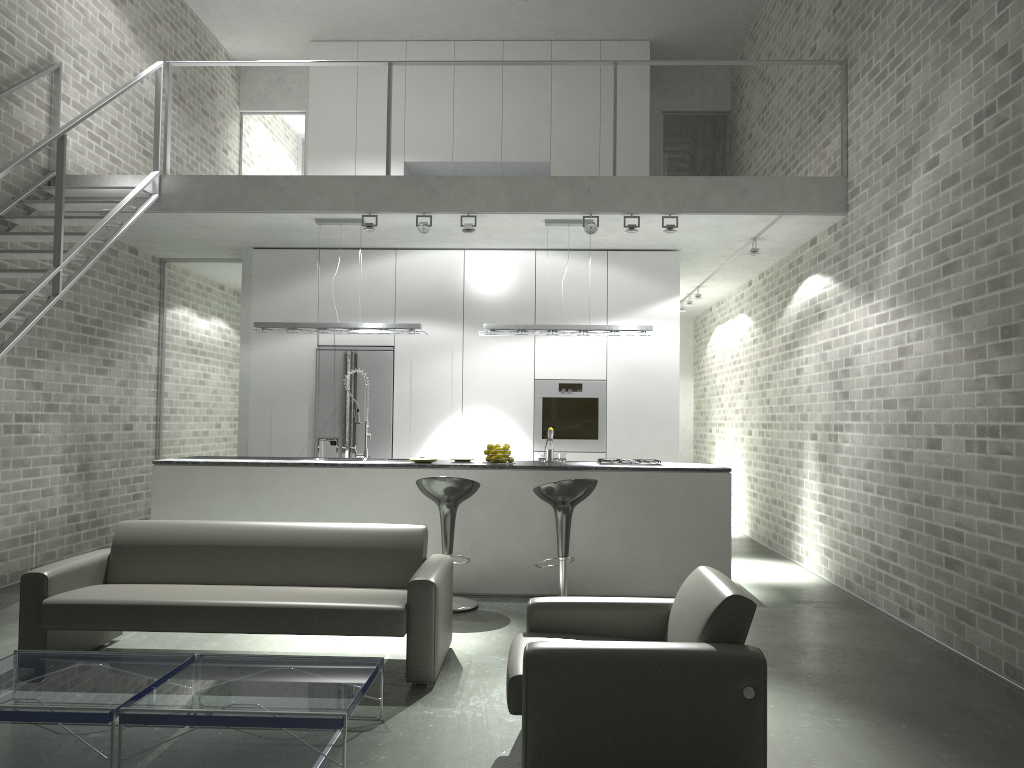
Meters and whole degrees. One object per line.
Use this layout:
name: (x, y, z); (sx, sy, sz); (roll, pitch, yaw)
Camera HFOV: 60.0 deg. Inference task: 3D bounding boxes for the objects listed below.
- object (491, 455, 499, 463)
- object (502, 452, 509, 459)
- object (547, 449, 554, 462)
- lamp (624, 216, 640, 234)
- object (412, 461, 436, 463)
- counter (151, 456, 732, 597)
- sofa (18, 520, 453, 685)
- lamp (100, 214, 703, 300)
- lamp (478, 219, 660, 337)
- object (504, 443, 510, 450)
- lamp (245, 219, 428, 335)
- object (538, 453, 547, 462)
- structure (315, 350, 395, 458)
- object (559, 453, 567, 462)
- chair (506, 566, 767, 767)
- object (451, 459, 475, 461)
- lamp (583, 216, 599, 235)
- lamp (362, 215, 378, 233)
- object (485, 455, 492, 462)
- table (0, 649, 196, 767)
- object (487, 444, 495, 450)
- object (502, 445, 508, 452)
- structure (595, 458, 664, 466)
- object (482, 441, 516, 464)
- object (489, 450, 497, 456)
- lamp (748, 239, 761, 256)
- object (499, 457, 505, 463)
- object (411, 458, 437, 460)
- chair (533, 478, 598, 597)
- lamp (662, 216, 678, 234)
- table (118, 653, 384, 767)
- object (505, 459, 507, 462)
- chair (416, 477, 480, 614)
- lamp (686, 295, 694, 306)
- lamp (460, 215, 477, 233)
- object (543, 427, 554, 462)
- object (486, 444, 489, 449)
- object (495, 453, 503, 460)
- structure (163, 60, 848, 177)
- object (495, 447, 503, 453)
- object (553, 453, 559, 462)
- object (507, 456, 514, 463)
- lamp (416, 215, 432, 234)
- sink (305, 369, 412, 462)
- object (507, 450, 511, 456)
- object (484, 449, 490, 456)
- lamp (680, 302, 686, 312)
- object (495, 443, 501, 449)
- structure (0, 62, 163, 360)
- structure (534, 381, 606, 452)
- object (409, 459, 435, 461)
object: (-0.133, 0.594, 6.989); (0.064, 0.063, 0.074); (0, -2, 12)
object: (-0.053, 0.561, 6.994); (0.061, 0.055, 0.051); (2, -3, -29)
object: (0.315, 0.588, 7.266); (0.060, 0.106, 0.060); (1, -2, -4)
lamp: (0.968, -1.290, 7.165); (0.109, 0.135, 0.109); (3, -3, -40)
object: (-0.690, 0.607, 6.909); (0.216, 0.017, 0.217); (-1, -3, 35)
counter: (-0.545, 1.107, 7.139); (4.400, 0.960, 0.900); (1, -2, 2)
sofa: (-1.403, 1.141, 4.766); (2.114, 0.717, 0.902); (1, -2, 2)
lamp: (-0.515, -1.226, 9.153); (6.854, 0.136, 0.110); (2, -3, -33)
lamp: (0.473, -0.889, 7.433); (1.490, 0.964, 0.290); (1, -2, 2)
object: (-0.042, 0.501, 7.068); (0.050, 0.060, 0.059); (1, -2, -8)
lamp: (-1.461, -0.910, 7.500); (1.490, 0.964, 0.290); (1, -2, 2)
object: (0.251, 0.609, 7.359); (0.063, 0.070, 0.064); (-1, -3, 40)
structure: (-1.542, 0.626, 8.661); (0.743, 1.900, 0.160); (1, -2, 2)
object: (0.420, 0.611, 7.357); (0.064, 0.070, 0.063); (0, -2, 10)
chair: (0.438, 1.111, 3.494); (0.910, 0.717, 0.963); (1, -2, 2)
object: (-0.407, 0.626, 7.305); (0.216, 0.017, 0.217); (-1, -3, 27)
lamp: (0.638, -1.284, 7.159); (0.131, 0.154, 0.098); (1, -2, 2)
lamp: (-1.162, -1.312, 7.236); (0.109, 0.136, 0.109); (-2, -3, 44)
object: (-0.183, 0.589, 7.025); (0.060, 0.057, 0.052); (1, -2, -6)
table: (-1.827, 1.311, 3.569); (0.820, 0.270, 0.800); (1, -2, 2)
object: (-0.166, 0.499, 7.013); (0.063, 0.051, 0.053); (-1, -3, 39)
object: (-0.054, 0.511, 7.002); (0.051, 0.053, 0.063); (0, -2, 5)
structure: (0.933, 0.624, 7.105); (0.500, 0.038, 0.500); (1, -2, 2)
object: (-0.103, 0.540, 7.039); (0.189, 0.174, 0.207); (3, -3, -43)
object: (-0.148, 0.543, 7.001); (0.062, 0.053, 0.052); (2, -3, -36)
lamp: (2.207, -1.240, 8.077); (0.109, 0.132, 0.109); (-2, -3, 44)
object: (-0.077, 0.596, 6.975); (0.051, 0.053, 0.063); (1, -2, 0)
object: (-0.690, 0.592, 6.909); (0.216, 0.017, 0.217); (-1, -3, 35)
chair: (0.365, 1.114, 6.197); (0.457, 0.931, 0.464); (1, -2, -17)
lamp: (1.275, -1.287, 7.155); (0.109, 0.135, 0.109); (3, -3, -40)
table: (-0.988, 1.319, 3.540); (0.820, 0.270, 0.800); (1, -2, 2)
object: (-0.066, 0.601, 7.055); (0.050, 0.055, 0.061); (-1, -3, 38)
chair: (-0.453, 1.106, 6.260); (0.457, 0.931, 0.464); (0, -2, 16)
lamp: (2.328, -1.093, 11.623); (0.109, 0.132, 0.109); (-2, -3, 44)
lamp: (-0.354, -1.296, 7.221); (0.115, 0.151, 0.115); (-2, -3, 45)
object: (0.324, 0.498, 7.282); (0.101, 0.288, 0.088); (-1, -3, 32)
object: (-0.177, 0.505, 7.064); (0.052, 0.060, 0.057); (2, -2, -20)
object: (-0.102, 0.566, 6.943); (0.061, 0.054, 0.052); (2, -3, -31)
structure: (-0.087, -2.151, 7.243); (5.560, 0.972, 0.070); (1, -2, 2)
object: (-0.104, 0.521, 6.972); (0.061, 0.052, 0.053); (0, -2, 5)
object: (0.361, 0.614, 7.429); (0.063, 0.070, 0.064); (-1, -3, 40)
object: (-0.011, 0.599, 7.032); (0.053, 0.052, 0.062); (-1, -3, 31)
lamp: (-0.717, -1.300, 7.213); (0.115, 0.151, 0.115); (-2, -3, 45)
sink: (-1.196, 0.396, 7.304); (0.987, 1.023, 0.546); (1, -2, 2)
object: (-0.032, 0.549, 7.049); (0.053, 0.054, 0.061); (-1, -3, 38)
object: (-0.196, 0.543, 7.041); (0.053, 0.051, 0.063); (3, -3, -39)
lamp: (2.349, -1.066, 12.238); (0.109, 0.135, 0.109); (-2, -3, 44)
object: (-0.113, 0.497, 7.040); (0.051, 0.053, 0.063); (1, -2, -7)
structure: (-3.430, -0.635, 5.084); (0.902, 4.246, 4.345); (1, -2, 2)
structure: (0.564, 0.311, 8.575); (0.692, 0.680, 0.036); (1, -2, 2)
object: (-0.690, 0.597, 6.909); (0.216, 0.017, 0.217); (-1, -3, 35)
